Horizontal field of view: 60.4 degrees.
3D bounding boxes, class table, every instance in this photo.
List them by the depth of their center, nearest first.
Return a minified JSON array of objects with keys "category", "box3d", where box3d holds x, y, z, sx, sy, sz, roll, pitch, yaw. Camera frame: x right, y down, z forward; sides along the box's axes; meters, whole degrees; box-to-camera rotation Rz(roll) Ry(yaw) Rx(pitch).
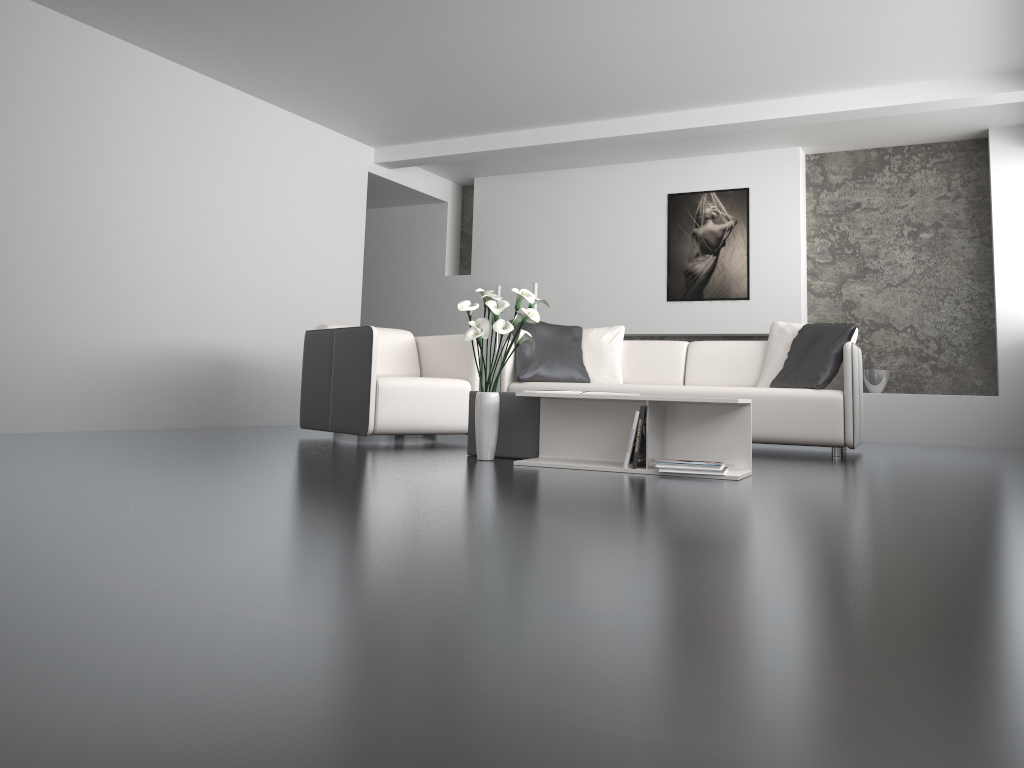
[{"category":"table","box3d":[0.513,0.209,3.794,0.968,0.318,0.295,1,-4,25]},{"category":"table","box3d":[0.417,0.209,4.187,1.257,0.318,0.295,1,-4,25]}]

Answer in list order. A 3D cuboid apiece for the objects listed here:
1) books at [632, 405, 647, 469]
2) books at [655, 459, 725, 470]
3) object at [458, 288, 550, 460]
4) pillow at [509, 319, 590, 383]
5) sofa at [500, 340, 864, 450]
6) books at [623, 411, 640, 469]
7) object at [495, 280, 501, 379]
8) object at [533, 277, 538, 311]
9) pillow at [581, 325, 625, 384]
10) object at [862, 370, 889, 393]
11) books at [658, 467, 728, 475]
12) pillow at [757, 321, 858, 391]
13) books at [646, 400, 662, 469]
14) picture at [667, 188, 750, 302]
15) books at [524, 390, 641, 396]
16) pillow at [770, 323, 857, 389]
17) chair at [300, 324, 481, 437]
[{"category":"books","box3d":[0.569,0.220,3.732,0.050,0.267,0.231,-2,-5,25]},{"category":"books","box3d":[0.734,0.332,3.625,0.263,0.017,0.225,2,0,17]},{"category":"object","box3d":[-0.047,-0.050,4.028,0.378,0.808,0.441,1,-6,10]},{"category":"pillow","box3d":[0.271,-0.225,6.121,0.564,0.455,0.275,3,-5,-18]},{"category":"sofa","box3d":[1.120,0.022,5.880,2.238,0.669,0.911,1,-3,25]},{"category":"books","box3d":[0.540,0.232,3.740,0.069,0.241,0.225,-1,-5,25]},{"category":"object","box3d":[-0.148,-0.320,8.549,0.180,1.414,0.178,-2,-8,27]},{"category":"object","box3d":[0.203,-0.312,8.254,0.180,1.414,0.178,-2,-8,27]},{"category":"pillow","box3d":[0.525,-0.183,6.291,0.585,0.506,0.319,1,-5,16]},{"category":"object","box3d":[3.000,-0.020,7.270,0.215,0.193,0.213,0,-4,22]},{"category":"books","box3d":[0.743,0.349,3.600,0.263,0.017,0.211,2,0,17]},{"category":"pillow","box3d":[1.900,-0.165,5.673,0.587,0.514,0.296,0,-6,31]},{"category":"books","box3d":[0.603,0.211,3.738,0.007,0.287,0.203,-2,-6,25]},{"category":"picture","box3d":[1.761,-1.248,7.928,0.745,1.018,0.004,-1,-7,27]},{"category":"books","box3d":[0.342,0.040,4.246,0.548,0.017,0.355,2,0,7]},{"category":"pillow","box3d":[1.868,-0.172,5.401,0.332,0.442,0.547,3,-3,-17]},{"category":"chair","box3d":[-0.771,-0.037,5.451,0.763,0.669,0.915,4,-4,-38]}]
